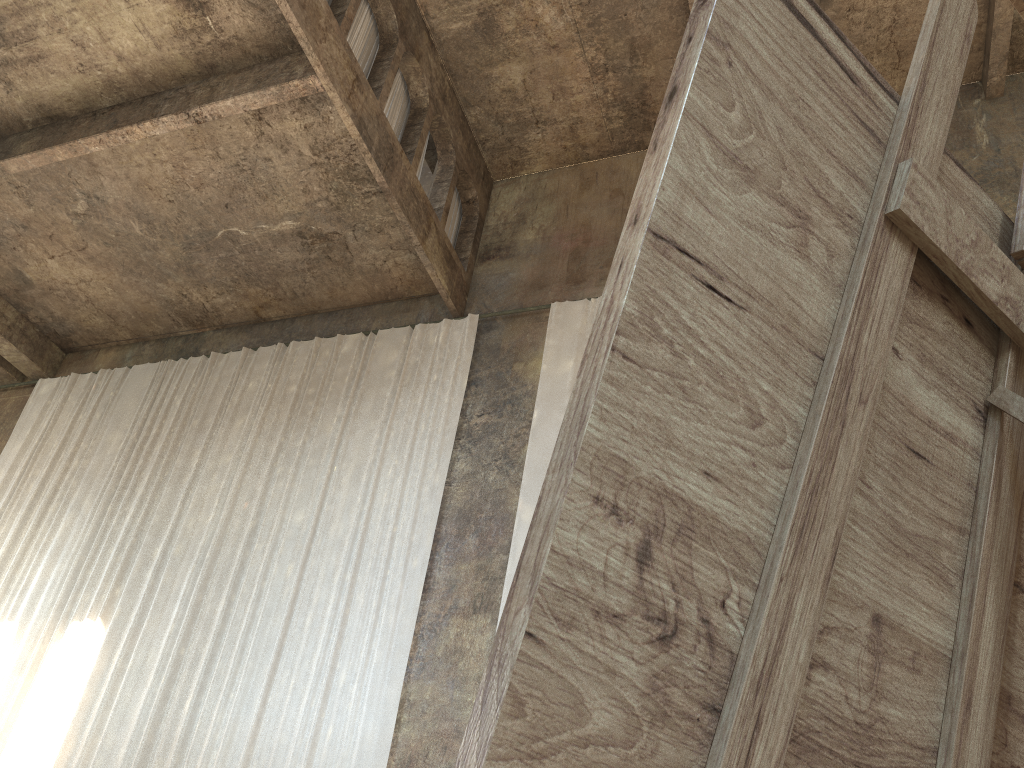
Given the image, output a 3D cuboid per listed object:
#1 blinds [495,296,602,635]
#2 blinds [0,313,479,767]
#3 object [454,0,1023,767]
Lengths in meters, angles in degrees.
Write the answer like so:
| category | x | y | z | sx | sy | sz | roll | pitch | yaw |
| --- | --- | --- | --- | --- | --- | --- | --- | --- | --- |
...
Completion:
| category | x | y | z | sx | sy | sz | roll | pitch | yaw |
| --- | --- | --- | --- | --- | --- | --- | --- | --- | --- |
| blinds | 3.439 | 1.944 | 7.482 | 7.857 | 8.130 | 0.290 | -6 | -36 | 22 |
| blinds | -4.627 | 2.881 | 10.560 | 7.857 | 8.130 | 0.290 | -6 | -36 | 22 |
| object | 0.305 | 0.282 | 0.534 | 0.721 | 2.017 | 0.708 | 29 | -38 | -27 |
